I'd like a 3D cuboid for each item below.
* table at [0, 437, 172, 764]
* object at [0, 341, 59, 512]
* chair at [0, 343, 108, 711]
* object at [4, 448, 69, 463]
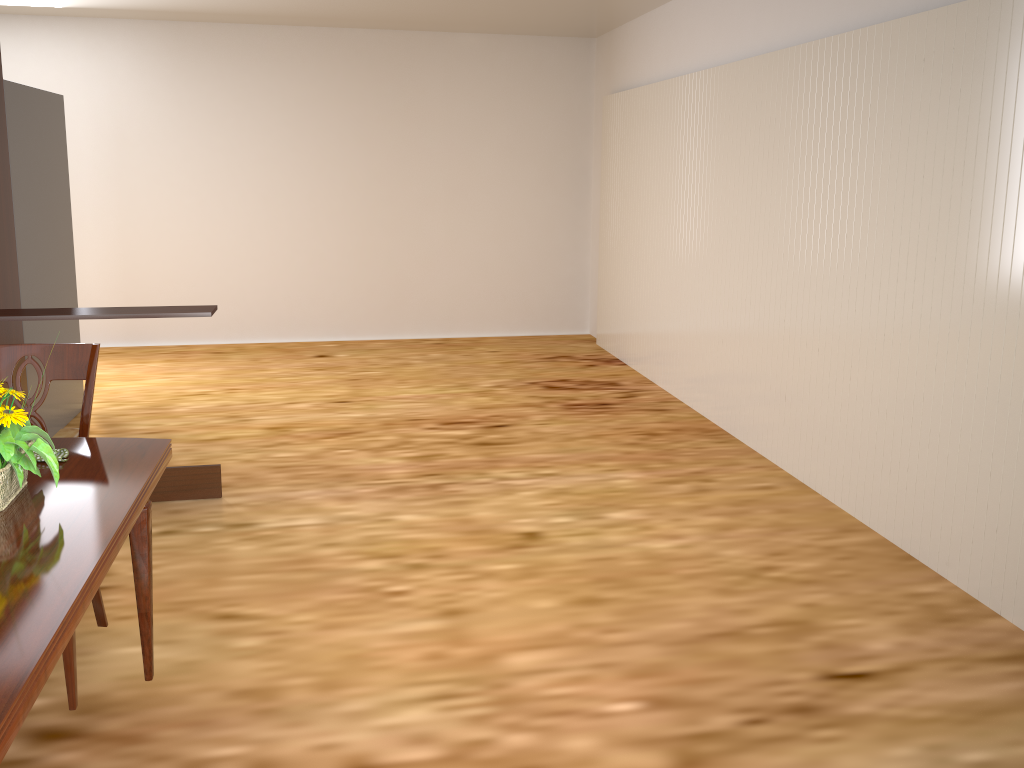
[{"bbox_3d":[-0.994,0.597,1.253,0.735,0.550,1.703,-2,13,-11],"label":"table"},{"bbox_3d":[-1.004,0.088,1.623,0.318,0.333,0.303,-3,12,-19],"label":"object"},{"bbox_3d":[-1.154,0.316,2.031,0.404,0.736,0.465,-1,11,-11],"label":"chair"},{"bbox_3d":[-1.206,0.133,1.880,0.528,0.056,0.169,1,13,2],"label":"object"}]
